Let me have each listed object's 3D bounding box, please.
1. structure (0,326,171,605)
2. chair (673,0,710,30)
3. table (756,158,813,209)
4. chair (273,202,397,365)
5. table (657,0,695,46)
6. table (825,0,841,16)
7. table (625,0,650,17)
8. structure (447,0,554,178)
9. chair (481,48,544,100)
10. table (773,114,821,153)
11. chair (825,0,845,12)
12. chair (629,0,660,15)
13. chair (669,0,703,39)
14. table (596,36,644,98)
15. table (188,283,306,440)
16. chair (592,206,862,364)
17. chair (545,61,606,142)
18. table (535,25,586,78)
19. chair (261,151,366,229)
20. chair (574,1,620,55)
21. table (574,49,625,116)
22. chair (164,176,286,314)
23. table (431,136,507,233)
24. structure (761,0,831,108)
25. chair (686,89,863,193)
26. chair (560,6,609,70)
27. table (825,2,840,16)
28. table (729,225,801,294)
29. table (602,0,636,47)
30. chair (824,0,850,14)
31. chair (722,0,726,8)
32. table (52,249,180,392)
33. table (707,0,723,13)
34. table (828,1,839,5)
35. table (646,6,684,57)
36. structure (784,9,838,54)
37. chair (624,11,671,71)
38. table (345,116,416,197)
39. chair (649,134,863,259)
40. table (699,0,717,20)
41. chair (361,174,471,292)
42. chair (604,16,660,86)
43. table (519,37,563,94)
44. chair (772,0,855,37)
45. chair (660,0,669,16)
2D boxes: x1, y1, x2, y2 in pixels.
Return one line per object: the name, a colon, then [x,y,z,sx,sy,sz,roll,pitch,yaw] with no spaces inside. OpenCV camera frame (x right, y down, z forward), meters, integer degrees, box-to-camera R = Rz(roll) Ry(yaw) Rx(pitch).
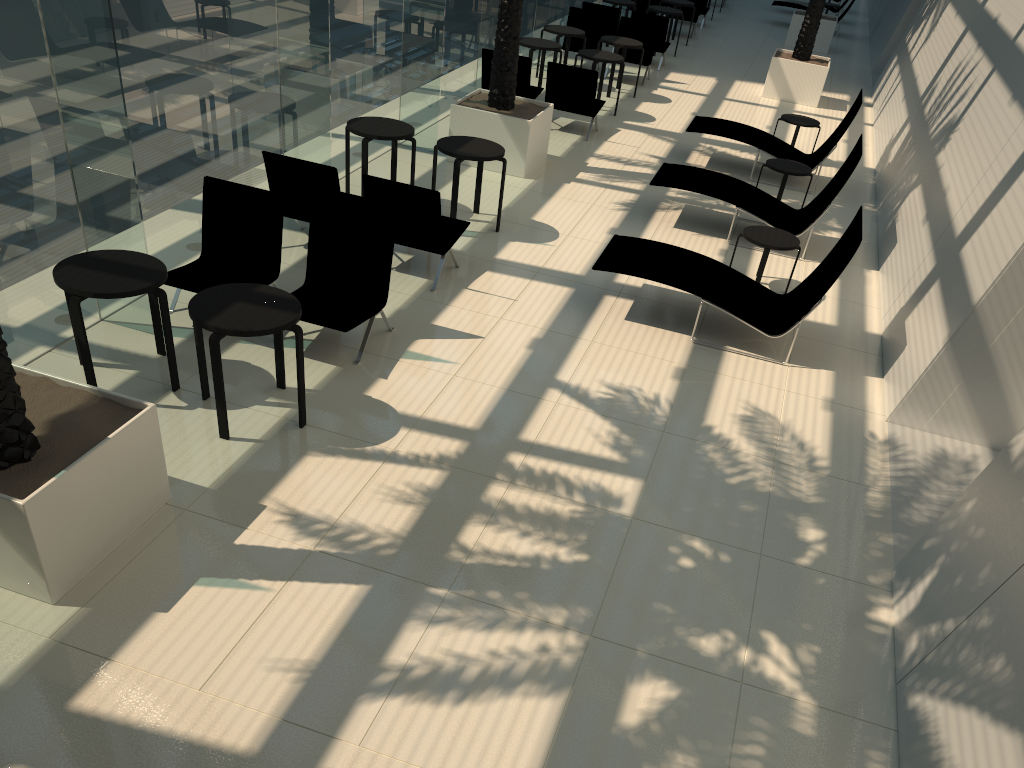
structure: [-2.345,-2.194,2.479,4.464,7.587,4.409,3,35,-7]
chair: [4.320,-9.047,20.716,0.710,0.961,0.822,16,35,11]
table: [3.290,-2.389,10.608,0.545,0.560,0.517,-13,39,-28]
chair: [-1.381,-0.732,6.578,0.710,0.961,0.822,16,35,11]
table: [3.447,-7.705,18.558,0.668,0.845,0.635,-13,40,-27]
table: [9.195,-11.026,25.288,0.545,0.560,0.517,-13,39,-28]
table: [2.530,-7.949,18.715,0.668,0.845,0.635,-13,40,-27]
structure: [0.167,-5.825,8.657,4.807,7.587,4.096,12,35,5]
chair: [0.007,-4.263,12.336,0.710,0.961,0.822,16,35,11]
table: [4.076,-3.537,12.560,0.541,0.560,0.520,-16,41,-31]
chair: [9.301,-12.036,26.213,2.020,1.253,0.854,15,35,10]
chair: [2.902,-8.522,19.571,0.710,0.961,0.822,16,35,11]
chair: [3.784,-8.287,19.420,0.710,0.961,0.822,16,35,11]
table: [1.724,-5.185,14.275,0.668,0.845,0.635,-13,40,-27]
table: [-1.718,-0.149,5.716,0.672,0.845,0.631,-10,38,-24]
chair: [1.802,-1.066,7.567,2.020,1.253,0.854,15,35,10]
chair: [0.889,-4.028,12.185,0.710,0.961,0.822,16,35,11]
table: [0.807,-5.429,14.432,0.668,0.845,0.635,-13,40,-27]
chair: [-1.731,-1.721,8.016,0.710,0.961,0.822,16,35,11]
chair: [1.711,-6.756,16.574,0.710,0.961,0.822,16,35,11]
table: [1.279,-4.548,13.190,0.664,0.845,0.639,-16,41,-31]
chair: [-2.263,-0.967,6.729,0.710,0.961,0.822,16,35,11]
table: [-0.452,-2.017,8.888,0.664,0.845,0.639,-16,41,-31]
structure: [5.603,-8.240,13.788,4.504,7.451,4.058,-20,44,-34]
chair: [3.397,-3.399,11.533,2.020,1.253,0.854,15,35,10]
chair: [1.179,-6.002,15.288,0.710,0.961,0.822,16,35,11]
table: [8.410,-9.877,23.336,0.545,0.560,0.517,-13,39,-28]
table: [2.480,-1.204,8.594,0.545,0.560,0.517,-13,39,-28]
table: [2.074,-7.297,17.604,0.664,0.845,0.639,-16,41,-31]
chair: [8.516,-10.888,24.261,2.020,1.253,0.854,15,35,10]
chair: [5.553,-10.875,23.818,0.710,0.961,0.822,16,35,11]
table: [-2.635,-0.394,5.873,0.672,0.845,0.631,-10,38,-24]
table: [5.216,-10.292,22.956,0.668,0.845,0.635,-13,40,-27]
table: [9.980,-12.175,27.241,0.545,0.560,0.517,-13,39,-28]
table: [2.991,-7.053,17.447,0.664,0.845,0.639,-16,41,-31]
structure: [7.238,-10.945,18.396,4.649,7.385,3.924,3,35,-7]
chair: [2.593,-6.521,16.423,0.710,0.961,0.822,16,35,11]
table: [-1.369,-2.261,9.045,0.664,0.845,0.639,-16,41,-31]
chair: [2.611,-2.250,9.580,2.020,1.253,0.854,15,35,10]
table: [4.714,-9.573,21.730,0.664,0.845,0.639,-16,41,-31]
chair: [-0.849,-1.486,7.865,0.710,0.961,0.822,16,35,11]
chair: [2.061,-5.767,15.137,0.710,0.961,0.822,16,35,11]
table: [0.362,-4.792,13.347,0.664,0.845,0.639,-16,41,-31]
chair: [7.731,-9.739,22.308,2.020,1.253,0.854,15,35,10]
chair: [3.438,-9.282,20.867,0.710,0.961,0.822,16,35,11]
